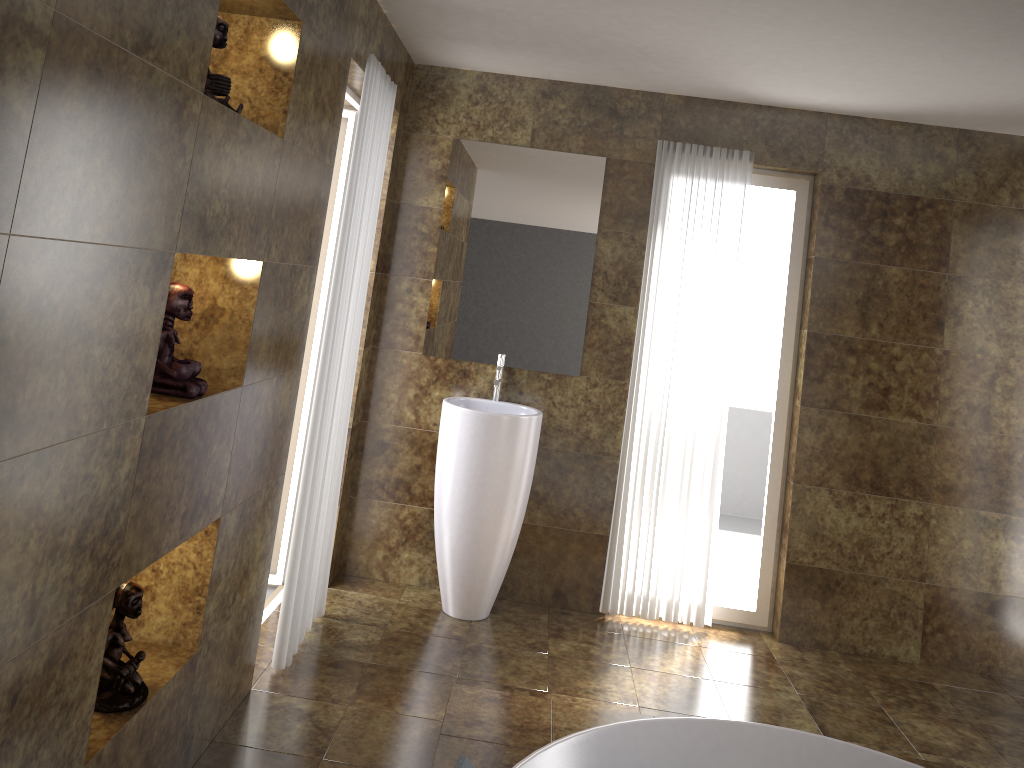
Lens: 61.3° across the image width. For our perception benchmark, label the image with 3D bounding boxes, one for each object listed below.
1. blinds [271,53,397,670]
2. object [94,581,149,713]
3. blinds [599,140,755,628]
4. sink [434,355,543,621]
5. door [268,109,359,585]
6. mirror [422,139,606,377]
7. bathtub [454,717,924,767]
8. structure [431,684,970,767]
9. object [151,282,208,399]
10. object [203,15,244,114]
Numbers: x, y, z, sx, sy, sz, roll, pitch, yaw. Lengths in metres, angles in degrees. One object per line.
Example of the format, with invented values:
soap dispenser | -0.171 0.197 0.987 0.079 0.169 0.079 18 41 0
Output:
blinds | -0.664 -0.158 3.442 0.068 2.297 0.589 7 -6 2
object | -0.934 0.613 2.079 0.152 0.276 0.149 7 -3 3
blinds | 0.806 -0.041 4.102 0.520 2.285 0.066 7 -6 3
sink | -0.133 0.447 3.896 0.460 1.146 0.429 7 -5 5
door | -1.350 -0.256 3.950 0.958 2.247 0.039 8 -6 -7
mirror | 0.016 -0.631 4.238 0.769 1.102 0.008 7 -6 3
bathtub | 0.740 1.297 1.818 1.774 0.526 1.724 11 6 33
structure | 0.740 1.305 1.818 2.007 0.125 2.000 8 6 3
object | -0.846 -0.117 2.187 0.175 0.287 0.110 7 -5 3
object | -0.761 -0.823 2.202 0.152 0.269 0.120 7 -4 3
